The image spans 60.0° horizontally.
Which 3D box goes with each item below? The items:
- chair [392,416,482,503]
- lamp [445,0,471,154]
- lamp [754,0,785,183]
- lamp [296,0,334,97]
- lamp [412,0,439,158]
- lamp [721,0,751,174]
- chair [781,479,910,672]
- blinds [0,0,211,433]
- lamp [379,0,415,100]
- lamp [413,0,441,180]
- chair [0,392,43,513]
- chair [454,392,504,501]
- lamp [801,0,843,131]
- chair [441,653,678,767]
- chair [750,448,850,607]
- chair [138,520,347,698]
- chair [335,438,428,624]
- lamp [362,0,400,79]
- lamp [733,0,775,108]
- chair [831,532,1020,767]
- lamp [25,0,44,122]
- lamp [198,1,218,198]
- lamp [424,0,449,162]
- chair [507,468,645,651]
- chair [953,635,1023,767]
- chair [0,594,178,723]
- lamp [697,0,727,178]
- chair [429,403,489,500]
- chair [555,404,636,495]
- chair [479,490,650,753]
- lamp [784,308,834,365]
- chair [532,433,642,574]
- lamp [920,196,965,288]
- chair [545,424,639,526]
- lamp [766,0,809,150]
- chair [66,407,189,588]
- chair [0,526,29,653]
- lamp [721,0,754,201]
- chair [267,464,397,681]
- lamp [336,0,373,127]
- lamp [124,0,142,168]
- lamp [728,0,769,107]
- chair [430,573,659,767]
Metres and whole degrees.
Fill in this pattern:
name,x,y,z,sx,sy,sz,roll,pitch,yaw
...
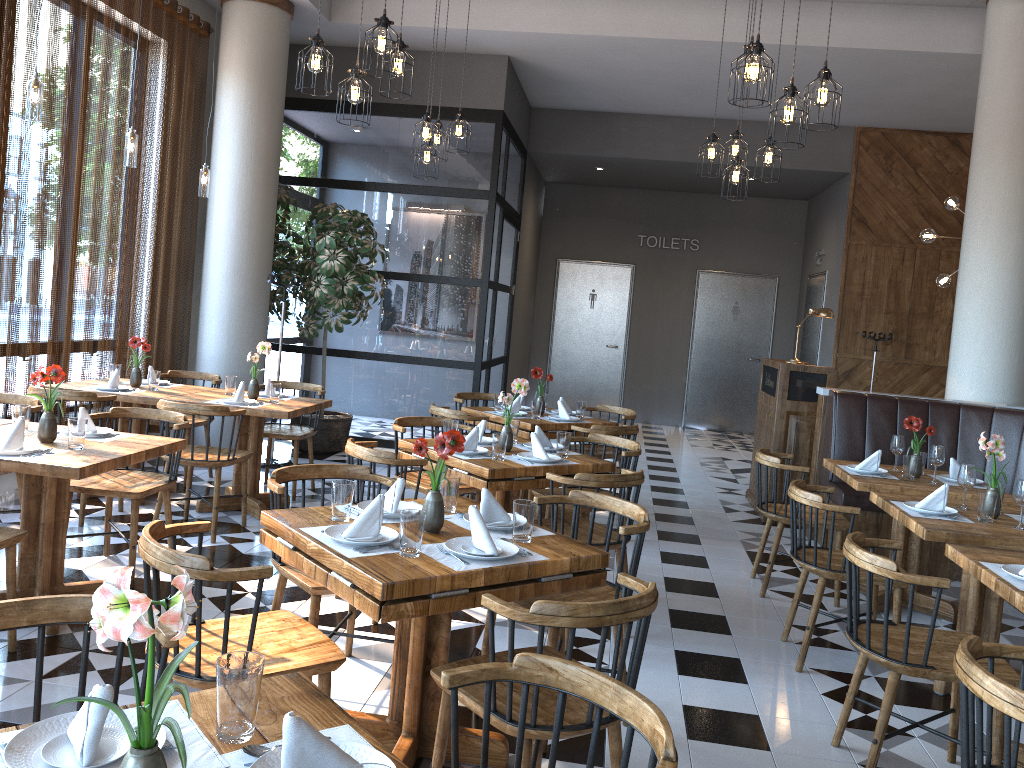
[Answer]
name,x,y,z,sx,sy,sz,roll,pitch,yaw
chair,-0.461,0.640,5.334,0.519,0.816,0.551,3,4,-38
lamp,-0.327,-2.794,6.697,0.175,2.067,0.175,6,2,20
lamp,1.877,-2.455,6.175,0.175,2.067,0.175,6,2,17
lamp,-0.970,-2.586,4.693,0.175,2.067,0.175,4,3,-32
lamp,-0.547,-2.688,6.387,0.175,2.067,0.175,5,2,-14
lamp,1.728,-2.596,6.514,0.175,2.067,0.175,3,3,-39
chair,1.560,0.913,4.202,0.550,0.816,0.520,5,3,7
blinds,-3.328,-1.144,4.308,0.160,3.574,7.279,5,4,7
lamp,-0.544,-2.599,4.787,0.175,2.067,0.175,5,2,-9
lamp,-0.560,-2.576,6.614,0.175,2.067,0.175,6,2,20
chair,-2.842,0.480,4.706,0.520,0.816,0.550,5,3,7
chair,-0.219,0.507,7.209,0.519,0.816,0.551,3,4,-38
lamp,1.657,-2.335,4.474,0.175,2.067,0.175,3,3,-43
chair,-0.029,0.986,1.592,0.549,0.816,0.521,3,4,-38
chair,1.701,0.835,5.295,0.550,0.816,0.520,5,3,7
chair,-0.816,0.834,2.587,0.549,0.816,0.521,3,4,-38
chair,-0.578,0.704,4.430,0.549,0.816,0.521,3,4,-38
lamp,-0.599,-2.645,4.585,0.175,2.067,0.175,5,2,2
lamp,1.265,-2.398,4.296,0.175,2.067,0.175,4,2,-21
chair,1.419,0.990,3.109,0.550,0.816,0.520,5,3,7
lamp,-2.602,-2.453,4.937,0.078,1.961,0.078,5,2,-3
lamp,-2.353,-2.454,6.964,0.078,1.961,0.078,7,3,39
lamp,-0.502,-2.763,6.818,0.175,2.067,0.175,5,2,9
chair,0.323,0.793,4.316,0.519,0.816,0.551,3,4,-38
chair,1.278,1.067,2.017,0.550,0.816,0.520,5,3,7
chair,-0.929,0.897,1.706,0.519,0.816,0.551,3,4,-38
lamp,1.533,-2.550,6.431,0.175,2.067,0.175,7,3,40
chair,-0.336,0.571,6.305,0.549,0.816,0.521,3,4,-38
chair,0.675,0.594,7.118,0.549,0.816,0.521,3,4,-38
chair,0.202,0.860,3.376,0.549,0.816,0.521,3,4,-38
lamp,2.447,-0.267,7.352,0.445,0.755,0.170,4,3,-18
chair,0.440,0.729,5.220,0.549,0.816,0.521,3,4,-38
lamp,4.720,-1.746,8.519,1.160,2.188,1.190,3,3,-32
chair,0.565,0.661,6.191,0.519,0.816,0.551,3,4,-38
lamp,1.454,-2.213,4.370,0.175,2.067,0.175,5,2,-10
chair,-2.009,0.563,4.601,0.520,0.816,0.550,5,3,7
chair,-2.176,0.654,3.307,0.520,0.816,0.550,5,3,7
lamp,1.676,-2.351,6.293,0.175,2.067,0.175,3,3,-39
chair,-0.699,0.770,3.490,0.519,0.816,0.551,3,4,-38
lamp,-0.772,-2.443,4.768,0.175,2.067,0.175,5,2,2
lamp,-2.483,-2.438,5.920,0.078,1.961,0.078,5,2,-7
lamp,1.291,-2.470,4.501,0.175,2.067,0.175,5,2,-10
chair,0.085,0.924,2.472,0.519,0.816,0.551,3,4,-38
